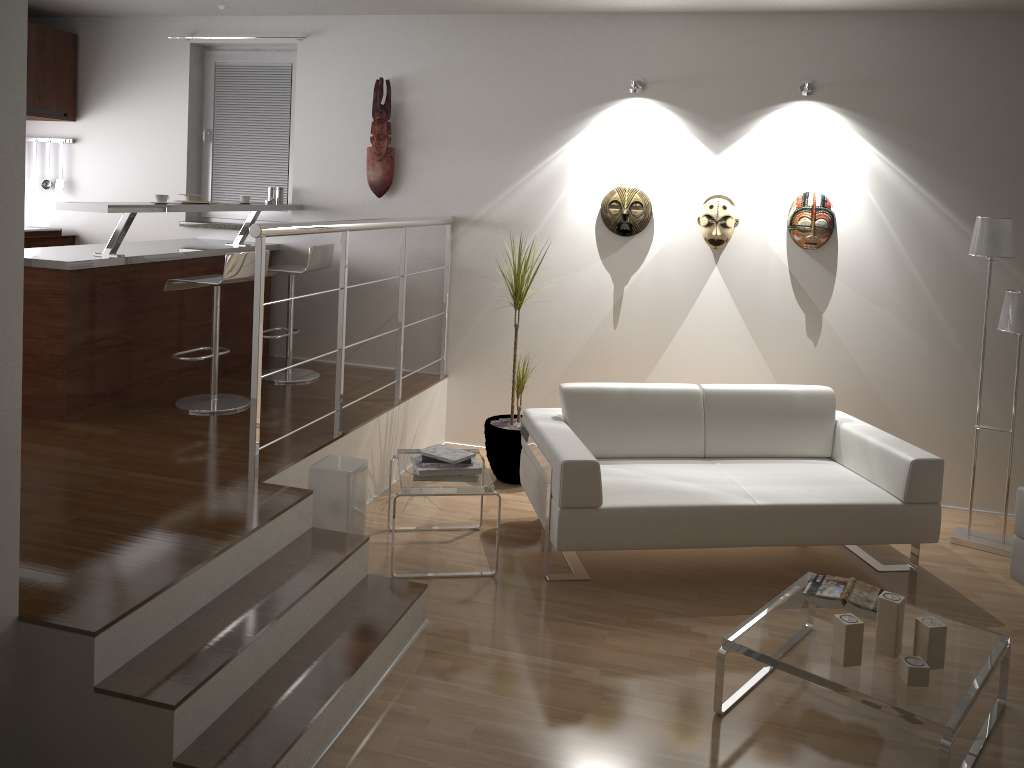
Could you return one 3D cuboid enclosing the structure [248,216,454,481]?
[{"bbox_3d":[-0.736,-0.349,4.627,0.057,1.031,2.364,4,11,15],"label":"structure"}]

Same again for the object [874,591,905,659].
[{"bbox_3d":[1.220,0.770,2.827,0.068,0.194,0.067,6,6,40],"label":"object"}]

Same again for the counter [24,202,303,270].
[{"bbox_3d":[-2.082,-0.938,5.259,0.841,0.313,2.140,6,12,14],"label":"counter"}]

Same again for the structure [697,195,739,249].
[{"bbox_3d":[1.219,-0.960,5.198,0.243,0.325,0.131,5,5,16],"label":"structure"}]

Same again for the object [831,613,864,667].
[{"bbox_3d":[1.057,0.800,2.758,0.067,0.149,0.068,1,5,-15],"label":"object"}]

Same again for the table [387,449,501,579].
[{"bbox_3d":[-0.327,0.578,4.040,0.464,0.394,0.562,1,9,-10],"label":"table"}]

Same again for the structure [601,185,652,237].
[{"bbox_3d":[0.695,-1.059,5.366,0.318,0.312,0.070,5,4,15],"label":"structure"}]

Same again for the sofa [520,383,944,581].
[{"bbox_3d":[0.989,0.430,4.223,1.780,0.730,0.924,1,9,-10],"label":"sofa"}]

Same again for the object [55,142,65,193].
[{"bbox_3d":[-3.327,-1.595,6.445,0.072,0.377,0.024,4,4,15],"label":"object"}]

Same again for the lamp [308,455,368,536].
[{"bbox_3d":[-0.753,0.575,3.778,0.199,0.475,0.194,4,5,15],"label":"lamp"}]

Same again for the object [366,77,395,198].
[{"bbox_3d":[-0.861,-1.618,5.768,0.151,0.779,0.153,1,4,-30],"label":"object"}]

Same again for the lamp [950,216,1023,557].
[{"bbox_3d":[2.444,-0.002,4.400,0.368,1.649,0.209,5,4,35],"label":"lamp"}]

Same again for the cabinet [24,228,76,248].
[{"bbox_3d":[-4.024,-0.447,4.922,0.682,0.783,3.565,5,12,15],"label":"cabinet"}]

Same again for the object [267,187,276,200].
[{"bbox_3d":[-1.636,-1.285,5.959,0.052,0.108,0.053,3,5,-1],"label":"object"}]

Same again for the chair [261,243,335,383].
[{"bbox_3d":[-1.372,-0.464,5.478,0.426,0.837,0.392,4,5,11],"label":"chair"}]

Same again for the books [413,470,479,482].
[{"bbox_3d":[-0.297,0.388,3.936,0.287,0.027,0.232,2,12,-5],"label":"books"}]

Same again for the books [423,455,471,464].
[{"bbox_3d":[-0.294,0.326,3.932,0.216,0.014,0.155,2,12,-5],"label":"books"}]

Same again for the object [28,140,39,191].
[{"bbox_3d":[-3.553,-1.622,6.508,0.107,0.373,0.020,4,4,15],"label":"object"}]

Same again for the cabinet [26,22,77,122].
[{"bbox_3d":[-3.862,-2.012,5.215,0.652,0.624,2.766,5,12,14],"label":"cabinet"}]

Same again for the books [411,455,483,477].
[{"bbox_3d":[-0.296,0.361,3.934,0.287,0.027,0.232,-1,13,-15],"label":"books"}]

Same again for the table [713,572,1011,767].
[{"bbox_3d":[1.185,0.968,2.932,0.709,0.245,0.801,12,15,39],"label":"table"}]

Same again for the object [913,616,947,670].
[{"bbox_3d":[1.319,0.811,2.765,0.067,0.149,0.068,1,5,-15],"label":"object"}]

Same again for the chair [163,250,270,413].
[{"bbox_3d":[-1.583,-0.306,4.712,0.427,0.837,0.392,5,5,19],"label":"chair"}]

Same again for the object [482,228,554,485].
[{"bbox_3d":[0.013,-0.168,5.076,0.443,1.455,0.505,5,5,28],"label":"object"}]

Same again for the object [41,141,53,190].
[{"bbox_3d":[-3.439,-1.620,6.498,0.091,0.360,0.043,4,4,15],"label":"object"}]

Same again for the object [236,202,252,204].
[{"bbox_3d":[-1.679,-1.137,5.504,0.140,0.008,0.132,2,12,-6],"label":"object"}]

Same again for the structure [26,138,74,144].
[{"bbox_3d":[-3.511,-1.817,6.522,0.599,0.033,0.049,6,10,15],"label":"structure"}]

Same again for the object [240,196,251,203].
[{"bbox_3d":[-1.676,-1.162,5.515,0.079,0.045,0.068,-5,12,-37],"label":"object"}]

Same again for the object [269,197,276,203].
[{"bbox_3d":[-1.613,-1.240,5.903,0.051,0.045,0.051,-2,10,-27],"label":"object"}]

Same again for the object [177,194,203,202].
[{"bbox_3d":[-1.853,-1.075,5.070,0.130,0.041,0.142,6,12,16],"label":"object"}]

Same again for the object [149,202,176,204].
[{"bbox_3d":[-1.877,-0.963,4.666,0.140,0.008,0.132,7,13,17],"label":"object"}]

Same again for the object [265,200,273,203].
[{"bbox_3d":[-1.637,-1.226,5.896,0.051,0.019,0.051,6,12,17],"label":"object"}]

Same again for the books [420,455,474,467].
[{"bbox_3d":[-0.295,0.340,3.933,0.216,0.014,0.155,-1,13,-15],"label":"books"}]

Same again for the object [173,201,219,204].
[{"bbox_3d":[-1.845,-1.065,5.133,0.219,0.010,0.314,7,13,17],"label":"object"}]

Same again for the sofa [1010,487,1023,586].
[{"bbox_3d":[2.640,0.820,2.805,0.905,0.726,1.821,1,11,-10],"label":"sofa"}]

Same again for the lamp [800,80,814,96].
[{"bbox_3d":[1.691,-1.693,5.007,0.080,0.106,0.194,5,10,15],"label":"lamp"}]

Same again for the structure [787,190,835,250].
[{"bbox_3d":[1.740,-0.952,5.085,0.265,0.350,0.076,5,4,15],"label":"structure"}]

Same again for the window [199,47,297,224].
[{"bbox_3d":[-1.854,-1.770,6.253,0.846,1.251,0.143,4,4,15],"label":"window"}]

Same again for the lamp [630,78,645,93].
[{"bbox_3d":[0.749,-1.795,5.264,0.080,0.106,0.194,5,10,15],"label":"lamp"}]

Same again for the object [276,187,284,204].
[{"bbox_3d":[-1.578,-1.281,5.950,0.052,0.110,0.053,3,5,-1],"label":"object"}]

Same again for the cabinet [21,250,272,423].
[{"bbox_3d":[-2.207,-0.396,5.203,0.635,0.737,1.880,5,11,15],"label":"cabinet"}]

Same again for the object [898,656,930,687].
[{"bbox_3d":[1.222,0.867,2.662,0.067,0.073,0.068,3,8,0],"label":"object"}]

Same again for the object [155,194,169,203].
[{"bbox_3d":[-1.867,-0.988,4.678,0.079,0.045,0.068,-3,11,-30],"label":"object"}]

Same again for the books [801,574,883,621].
[{"bbox_3d":[1.218,0.764,3.170,0.294,0.055,0.206,10,14,30],"label":"books"}]

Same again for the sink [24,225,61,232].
[{"bbox_3d":[-3.650,-1.231,6.207,0.602,0.571,0.682,5,9,15],"label":"sink"}]
